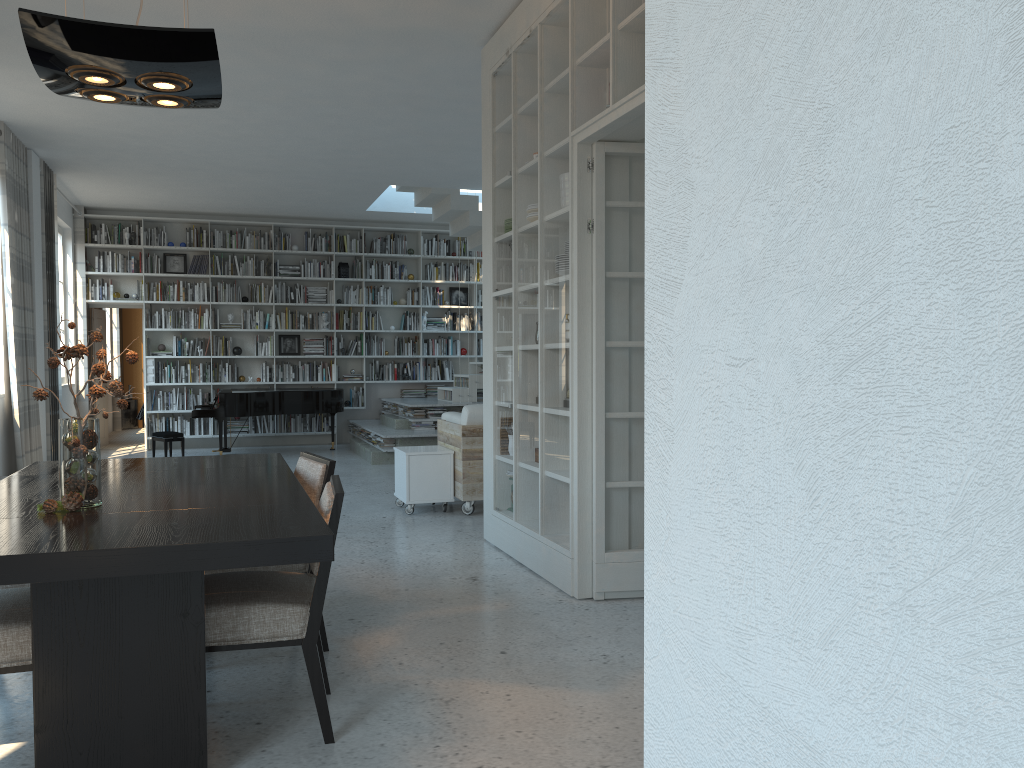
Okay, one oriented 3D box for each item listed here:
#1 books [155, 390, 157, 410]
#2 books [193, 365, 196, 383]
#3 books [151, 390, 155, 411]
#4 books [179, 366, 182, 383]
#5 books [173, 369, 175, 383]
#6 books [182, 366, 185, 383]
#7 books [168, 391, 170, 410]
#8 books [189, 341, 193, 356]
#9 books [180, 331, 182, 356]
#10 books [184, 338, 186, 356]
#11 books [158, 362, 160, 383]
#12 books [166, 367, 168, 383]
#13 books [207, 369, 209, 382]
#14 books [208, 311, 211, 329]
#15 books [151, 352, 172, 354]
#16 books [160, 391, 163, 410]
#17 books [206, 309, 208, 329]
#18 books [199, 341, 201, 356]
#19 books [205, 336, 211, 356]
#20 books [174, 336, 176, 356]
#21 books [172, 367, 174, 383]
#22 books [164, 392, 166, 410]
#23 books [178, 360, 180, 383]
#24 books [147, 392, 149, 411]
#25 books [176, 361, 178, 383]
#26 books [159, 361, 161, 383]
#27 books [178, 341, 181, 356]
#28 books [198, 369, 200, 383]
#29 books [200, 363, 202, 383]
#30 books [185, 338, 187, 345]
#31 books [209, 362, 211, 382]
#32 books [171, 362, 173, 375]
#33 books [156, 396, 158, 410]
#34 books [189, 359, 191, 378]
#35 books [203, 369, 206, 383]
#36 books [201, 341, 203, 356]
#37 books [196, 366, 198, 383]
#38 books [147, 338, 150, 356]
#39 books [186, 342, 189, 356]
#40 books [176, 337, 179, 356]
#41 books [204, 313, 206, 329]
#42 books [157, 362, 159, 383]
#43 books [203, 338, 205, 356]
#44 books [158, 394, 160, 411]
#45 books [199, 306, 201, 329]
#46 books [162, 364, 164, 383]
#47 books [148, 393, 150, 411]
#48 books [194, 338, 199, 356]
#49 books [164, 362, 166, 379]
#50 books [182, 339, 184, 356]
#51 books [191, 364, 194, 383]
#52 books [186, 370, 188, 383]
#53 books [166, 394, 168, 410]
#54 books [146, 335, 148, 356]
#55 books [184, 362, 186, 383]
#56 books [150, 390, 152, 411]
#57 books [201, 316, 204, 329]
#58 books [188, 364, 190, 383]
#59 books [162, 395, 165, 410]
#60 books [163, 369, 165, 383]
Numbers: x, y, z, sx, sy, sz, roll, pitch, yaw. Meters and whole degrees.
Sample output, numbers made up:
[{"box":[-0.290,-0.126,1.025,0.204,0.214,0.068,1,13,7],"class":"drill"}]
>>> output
[{"box":[-4.861,0.222,12.117,0.010,0.274,0.150,-1,2,-18],"class":"books"},{"box":[-4.380,-0.144,12.243,0.028,0.249,0.159,-1,2,-18],"class":"books"},{"box":[-4.884,0.218,12.088,0.052,0.284,0.172,-1,2,-18],"class":"books"},{"box":[-4.557,-0.133,12.209,0.045,0.230,0.138,-1,2,-18],"class":"books"},{"box":[-4.629,-0.110,12.154,0.016,0.189,0.183,-1,2,-18],"class":"books"},{"box":[-4.517,-0.133,12.204,0.027,0.230,0.159,-1,2,-18],"class":"books"},{"box":[-4.700,0.229,12.148,0.013,0.257,0.189,-1,2,-18],"class":"books"},{"box":[-4.428,-0.492,12.236,0.056,0.214,0.142,-1,2,-18],"class":"books"},{"box":[-4.548,-0.552,12.193,0.011,0.336,0.153,-1,2,-18],"class":"books"},{"box":[-4.503,-0.509,12.208,0.022,0.249,0.129,-1,2,-18],"class":"books"},{"box":[-4.820,-0.159,12.116,0.016,0.290,0.152,-1,2,-18],"class":"books"},{"box":[-4.718,-0.123,12.130,0.015,0.217,0.180,-1,2,-18],"class":"books"},{"box":[-4.224,-0.115,12.324,0.023,0.187,0.130,-1,2,-18],"class":"books"},{"box":[-4.198,-0.884,12.296,0.036,0.258,0.123,-1,2,-18],"class":"books"},{"box":[-4.784,-0.423,12.110,0.285,0.012,0.159,-1,2,-14],"class":"books"},{"box":[-4.793,0.226,12.123,0.029,0.266,0.171,-1,2,-18],"class":"books"},{"box":[-4.228,-0.898,12.285,0.027,0.286,0.148,-1,2,-18],"class":"books"},{"box":[-4.310,-0.490,12.252,0.030,0.208,0.172,-1,2,-18],"class":"books"},{"box":[-4.203,-0.525,12.258,0.082,0.276,0.228,-1,2,-18],"class":"books"},{"box":[-4.618,-0.519,12.158,0.024,0.273,0.150,-1,2,-18],"class":"books"},{"box":[-4.646,-0.125,12.153,0.015,0.219,0.190,-1,2,-18],"class":"books"},{"box":[-4.753,0.234,12.164,0.022,0.248,0.133,-1,2,-18],"class":"books"},{"box":[-4.578,-0.170,12.181,0.012,0.306,0.189,-1,2,-18],"class":"books"},{"box":[-4.959,0.233,12.086,0.012,0.254,0.161,-1,2,-18],"class":"books"},{"box":[-4.589,-0.167,12.165,0.019,0.300,0.180,-1,2,-18],"class":"books"},{"box":[-4.804,-0.162,12.114,0.014,0.294,0.171,-1,2,-18],"class":"books"},{"box":[-4.556,-0.487,12.157,0.029,0.208,0.189,-1,2,-18],"class":"books"},{"box":[-4.337,-0.117,12.276,0.023,0.194,0.140,-1,2,-18],"class":"books"},{"box":[-4.299,-0.153,12.265,0.021,0.265,0.185,-1,2,-18],"class":"books"},{"box":[-4.481,-0.509,12.196,0.011,0.250,0.172,-1,2,-18],"class":"books"},{"box":[-4.190,-0.162,12.329,0.024,0.280,0.135,-1,2,-18],"class":"books"},{"box":[-4.655,-0.159,12.142,0.007,0.286,0.182,-1,2,-18],"class":"books"},{"box":[-4.844,0.260,12.124,0.024,0.198,0.148,-1,2,-18],"class":"books"},{"box":[-4.431,-0.180,12.228,0.021,0.323,0.171,-1,2,-18],"class":"books"},{"box":[-4.263,-0.112,12.298,0.041,0.181,0.141,-1,2,-18],"class":"books"},{"box":[-4.286,-0.491,12.270,0.027,0.210,0.143,-1,2,-18],"class":"books"},{"box":[-4.359,-0.135,12.266,0.025,0.229,0.153,-1,2,-18],"class":"books"},{"box":[-4.940,-0.500,12.056,0.028,0.243,0.156,-1,2,-18],"class":"books"},{"box":[-4.458,-0.479,12.191,0.029,0.190,0.188,-1,2,-18],"class":"books"},{"box":[-4.594,-0.511,12.174,0.031,0.255,0.143,-1,2,-18],"class":"books"},{"box":[-4.254,-0.866,12.273,0.031,0.223,0.144,-1,2,-18],"class":"books"},{"box":[-4.832,-0.157,12.114,0.008,0.285,0.159,-1,2,-18],"class":"books"},{"box":[-4.264,-0.513,12.279,0.021,0.251,0.154,-1,2,-18],"class":"books"},{"box":[-4.815,0.249,12.110,0.022,0.220,0.187,-1,2,-18],"class":"books"},{"box":[-4.312,-0.917,12.248,0.035,0.326,0.170,-1,2,-18],"class":"books"},{"box":[-4.769,-0.147,12.115,0.007,0.264,0.176,-1,2,-18],"class":"books"},{"box":[-4.935,0.241,12.080,0.029,0.239,0.154,-1,2,-18],"class":"books"},{"box":[-4.356,-0.513,12.243,0.060,0.255,0.158,-1,2,-18],"class":"books"},{"box":[-4.745,-0.155,12.127,0.008,0.280,0.164,-1,2,-18],"class":"books"},{"box":[-4.530,-0.500,12.207,0.030,0.231,0.147,-1,2,-18],"class":"books"},{"box":[-4.405,-0.149,12.230,0.028,0.260,0.181,-1,2,-18],"class":"books"},{"box":[-4.474,-0.109,12.209,0.029,0.181,0.190,-1,2,-18],"class":"books"},{"box":[-4.719,0.246,12.140,0.028,0.223,0.189,-1,2,-18],"class":"books"},{"box":[-4.962,-0.521,12.058,0.012,0.285,0.159,-1,2,-18],"class":"books"},{"box":[-4.498,-0.159,12.208,0.014,0.282,0.150,-1,2,-18],"class":"books"},{"box":[-4.911,0.222,12.070,0.011,0.277,0.189,-1,2,-18],"class":"books"},{"box":[-4.282,-0.846,12.264,0.030,0.183,0.151,-1,2,-18],"class":"books"},{"box":[-4.452,-0.146,12.226,0.026,0.254,0.176,-1,2,-18],"class":"books"},{"box":[-4.773,0.258,12.153,0.025,0.200,0.137,-1,2,-18],"class":"books"},{"box":[-4.751,-0.109,12.105,0.019,0.189,0.193,-1,2,-18],"class":"books"}]
